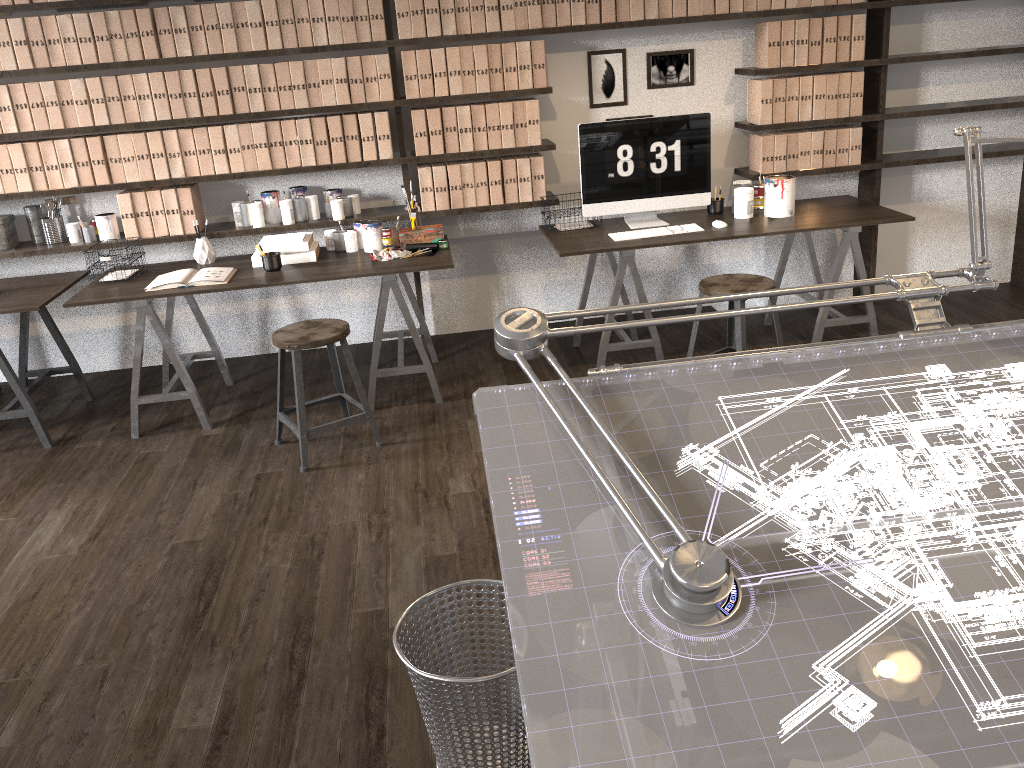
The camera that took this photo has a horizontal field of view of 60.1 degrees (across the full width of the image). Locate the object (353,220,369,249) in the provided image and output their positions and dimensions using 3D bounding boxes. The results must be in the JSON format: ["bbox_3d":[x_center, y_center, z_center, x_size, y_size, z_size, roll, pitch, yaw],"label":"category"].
[{"bbox_3d":[-0.729,-0.740,4.373,0.095,0.126,0.095,-8,20,-8],"label":"object"}]

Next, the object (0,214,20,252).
[{"bbox_3d":[-2.598,-0.727,4.326,0.317,0.150,0.196,-7,21,-5],"label":"object"}]

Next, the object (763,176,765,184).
[{"bbox_3d":[1.291,-0.973,4.492,0.007,0.155,0.054,-12,21,-20],"label":"object"}]

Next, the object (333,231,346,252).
[{"bbox_3d":[-0.838,-0.696,4.320,0.063,0.092,0.064,9,24,33],"label":"object"}]

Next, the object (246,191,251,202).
[{"bbox_3d":[-1.308,-0.893,4.468,0.041,0.166,0.009,-5,19,-2],"label":"object"}]

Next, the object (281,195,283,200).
[{"bbox_3d":[-1.142,-0.889,4.451,0.004,0.128,0.035,2,20,18],"label":"object"}]

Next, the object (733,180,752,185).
[{"bbox_3d":[1.184,-0.969,4.554,0.094,0.142,0.096,-1,20,11],"label":"object"}]

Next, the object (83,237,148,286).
[{"bbox_3d":[-1.847,-0.577,4.141,0.204,0.158,0.288,-6,21,-5],"label":"object"}]

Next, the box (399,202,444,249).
[{"bbox_3d":[-0.441,-0.769,4.269,0.212,0.204,0.140,-6,20,-5],"label":"box"}]

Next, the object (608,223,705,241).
[{"bbox_3d":[0.680,-0.715,4.177,0.439,0.017,0.120,-8,22,-9],"label":"object"}]

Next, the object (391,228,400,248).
[{"bbox_3d":[-0.579,-0.708,4.314,0.060,0.087,0.060,-5,20,-1],"label":"object"}]

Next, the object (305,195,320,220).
[{"bbox_3d":[-1.003,-0.888,4.460,0.062,0.117,0.062,-19,24,-34],"label":"object"}]

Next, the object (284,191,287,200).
[{"bbox_3d":[-1.123,-0.899,4.443,0.005,0.146,0.036,1,20,17],"label":"object"}]

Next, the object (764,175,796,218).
[{"bbox_3d":[1.312,-0.917,4.341,0.145,0.193,0.146,-17,23,-31],"label":"object"}]

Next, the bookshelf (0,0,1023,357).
[{"bbox_3d":[-1.372,-0.899,4.492,9.180,3.157,0.379,-7,19,-5],"label":"bookshelf"}]

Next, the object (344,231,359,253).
[{"bbox_3d":[-0.778,-0.687,4.283,0.062,0.093,0.062,14,27,41],"label":"object"}]

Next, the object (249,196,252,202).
[{"bbox_3d":[-1.305,-0.891,4.487,0.035,0.128,0.005,-4,19,2],"label":"object"}]

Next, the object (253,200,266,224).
[{"bbox_3d":[-1.263,-0.855,4.427,0.045,0.126,0.045,-6,19,-5],"label":"object"}]

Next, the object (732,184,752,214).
[{"bbox_3d":[1.157,-0.930,4.461,0.097,0.141,0.097,-1,20,11],"label":"object"}]

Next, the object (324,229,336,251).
[{"bbox_3d":[-0.890,-0.709,4.361,0.062,0.093,0.062,9,24,33],"label":"object"}]

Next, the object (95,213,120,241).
[{"bbox_3d":[-1.989,-0.771,4.357,0.095,0.126,0.095,-4,20,1],"label":"object"}]

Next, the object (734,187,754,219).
[{"bbox_3d":[1.142,-0.890,4.360,0.094,0.142,0.096,3,21,20],"label":"object"}]

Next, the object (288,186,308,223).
[{"bbox_3d":[-1.079,-0.906,4.479,0.094,0.159,0.208,-6,21,-3],"label":"object"}]

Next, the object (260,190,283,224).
[{"bbox_3d":[-1.206,-0.888,4.457,0.095,0.159,0.095,-8,20,-9],"label":"object"}]

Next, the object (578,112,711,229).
[{"bbox_3d":[0.647,-1.040,4.336,0.643,0.510,0.207,-6,19,-5],"label":"object"}]

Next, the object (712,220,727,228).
[{"bbox_3d":[0.986,-0.762,4.215,0.059,0.028,0.108,-8,21,-8],"label":"object"}]

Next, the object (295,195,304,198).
[{"bbox_3d":[-1.064,-0.888,4.473,0.044,0.126,0.045,0,20,12],"label":"object"}]

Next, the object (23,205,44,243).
[{"bbox_3d":[-2.377,-0.796,4.425,0.079,0.185,0.079,-14,21,-25],"label":"object"}]

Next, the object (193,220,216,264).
[{"bbox_3d":[-1.496,-0.686,4.283,0.102,0.206,0.102,11,25,37],"label":"object"}]

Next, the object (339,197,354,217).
[{"bbox_3d":[-0.832,-0.889,4.456,0.063,0.093,0.063,5,22,25],"label":"object"}]

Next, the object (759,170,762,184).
[{"bbox_3d":[1.264,-0.982,4.489,0.007,0.201,0.046,-13,21,-23],"label":"object"}]

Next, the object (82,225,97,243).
[{"bbox_3d":[-2.063,-0.761,4.393,0.062,0.092,0.184,-2,21,8],"label":"object"}]

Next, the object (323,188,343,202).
[{"bbox_3d":[-0.912,-0.932,4.547,0.094,0.128,0.096,-11,21,-17],"label":"object"}]

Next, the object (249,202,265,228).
[{"bbox_3d":[-1.255,-0.832,4.369,0.062,0.117,0.062,14,27,41],"label":"object"}]

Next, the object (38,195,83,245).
[{"bbox_3d":[-2.231,-0.829,4.349,0.182,0.267,0.158,-12,21,-20],"label":"object"}]

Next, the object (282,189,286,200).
[{"bbox_3d":[-1.130,-0.895,4.437,0.004,0.166,0.030,1,20,16],"label":"object"}]

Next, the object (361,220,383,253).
[{"bbox_3d":[-0.669,-0.712,4.274,0.105,0.139,0.105,-4,20,2],"label":"object"}]

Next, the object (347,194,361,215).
[{"bbox_3d":[-0.805,-0.915,4.516,0.062,0.094,0.063,5,22,25],"label":"object"}]

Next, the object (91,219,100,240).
[{"bbox_3d":[-2.052,-0.765,4.388,0.045,0.099,0.045,-5,19,-2],"label":"object"}]

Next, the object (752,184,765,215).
[{"bbox_3d":[1.224,-0.914,4.404,0.068,0.152,0.069,-15,22,-27],"label":"object"}]

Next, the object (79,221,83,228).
[{"bbox_3d":[-2.082,-0.746,4.315,0.035,0.101,0.005,-8,19,-9],"label":"object"}]

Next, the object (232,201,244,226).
[{"bbox_3d":[-1.366,-0.854,4.447,0.062,0.117,0.062,9,24,33],"label":"object"}]

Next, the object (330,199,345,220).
[{"bbox_3d":[-0.866,-0.865,4.402,0.062,0.094,0.063,5,22,25],"label":"object"}]

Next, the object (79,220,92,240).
[{"bbox_3d":[-2.108,-0.766,4.404,0.063,0.092,0.063,-22,26,-40],"label":"object"}]

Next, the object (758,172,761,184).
[{"bbox_3d":[1.263,-0.978,4.475,0.007,0.177,0.055,-13,21,-22],"label":"object"}]

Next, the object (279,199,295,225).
[{"bbox_3d":[-1.112,-0.850,4.385,0.062,0.117,0.062,-19,24,-34],"label":"object"}]

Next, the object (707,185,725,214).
[{"bbox_3d":[1.036,-0.934,4.501,0.097,0.140,0.093,-14,22,-24],"label":"object"}]

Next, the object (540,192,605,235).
[{"bbox_3d":[0.298,-0.857,4.419,0.284,0.158,0.207,-9,21,-12],"label":"object"}]

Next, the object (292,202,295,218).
[{"bbox_3d":[-1.125,-0.868,4.471,0.054,0.100,0.055,-1,20,11],"label":"object"}]

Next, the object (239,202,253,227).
[{"bbox_3d":[-1.315,-0.841,4.405,0.063,0.116,0.064,9,24,33],"label":"object"}]

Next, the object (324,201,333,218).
[{"bbox_3d":[-0.915,-0.878,4.473,0.054,0.080,0.055,-10,20,-14],"label":"object"}]

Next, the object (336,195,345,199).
[{"bbox_3d":[-0.865,-0.905,4.502,0.044,0.101,0.045,-9,20,-13],"label":"object"}]
